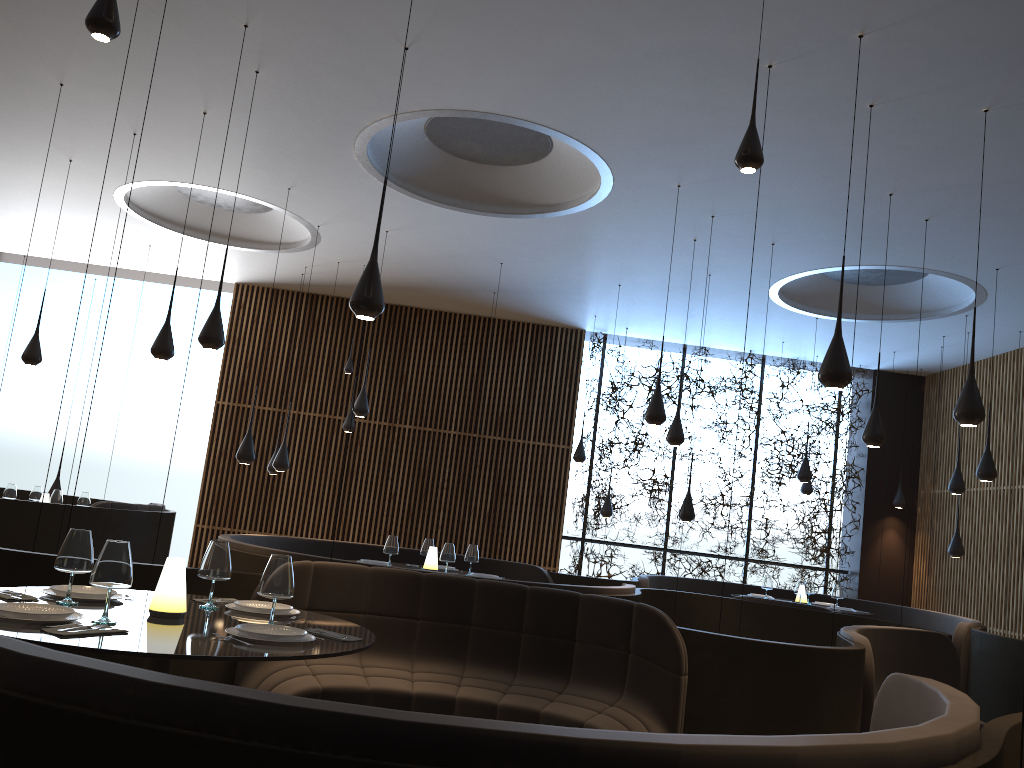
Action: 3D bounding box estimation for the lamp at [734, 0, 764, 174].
[{"bbox_3d":[1.178,-1.721,4.175,0.133,1.503,0.133,8,-8,-8],"label":"lamp"}]

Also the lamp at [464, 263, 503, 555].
[{"bbox_3d":[-0.513,1.552,10.821,0.196,6.255,0.196,0,-10,42],"label":"lamp"}]

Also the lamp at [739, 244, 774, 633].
[{"bbox_3d":[2.365,1.607,8.924,0.196,6.255,0.196,2,-9,32],"label":"lamp"}]

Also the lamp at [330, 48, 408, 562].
[{"bbox_3d":[-1.133,0.693,5.897,0.196,6.255,0.196,2,-9,32],"label":"lamp"}]

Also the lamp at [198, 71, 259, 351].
[{"bbox_3d":[-2.129,-1.348,6.788,0.196,2.216,0.196,8,-8,-8],"label":"lamp"}]

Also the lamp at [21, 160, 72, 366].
[{"bbox_3d":[-4.828,-1.282,9.282,0.196,2.216,0.196,2,-9,32],"label":"lamp"}]

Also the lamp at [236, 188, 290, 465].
[{"bbox_3d":[-2.561,-0.633,9.278,0.196,2.951,0.196,13,-9,-37],"label":"lamp"}]

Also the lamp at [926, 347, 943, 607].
[{"bbox_3d":[5.746,2.550,12.227,0.196,6.255,0.196,9,-8,-18],"label":"lamp"}]

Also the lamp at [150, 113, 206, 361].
[{"bbox_3d":[-2.842,-1.293,7.665,0.196,2.216,0.196,7,-8,2],"label":"lamp"}]

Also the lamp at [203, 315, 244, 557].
[{"bbox_3d":[-4.374,2.060,12.770,0.196,6.255,0.196,11,-8,-27],"label":"lamp"}]

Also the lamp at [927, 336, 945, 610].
[{"bbox_3d":[5.501,2.431,11.669,0.196,6.255,0.196,5,-8,12],"label":"lamp"}]

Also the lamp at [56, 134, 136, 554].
[{"bbox_3d":[-3.994,0.686,8.081,0.196,6.255,0.196,7,-7,2],"label":"lamp"}]

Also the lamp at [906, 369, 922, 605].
[{"bbox_3d":[6.147,2.839,13.737,0.196,6.255,0.196,4,-8,22],"label":"lamp"}]

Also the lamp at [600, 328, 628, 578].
[{"bbox_3d":[1.421,2.211,13.467,0.196,6.255,0.196,4,-8,22],"label":"lamp"}]

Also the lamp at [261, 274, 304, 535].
[{"bbox_3d":[-3.451,1.468,12.583,0.196,6.255,0.196,6,-8,5],"label":"lamp"}]

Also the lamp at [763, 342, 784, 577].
[{"bbox_3d":[3.747,2.440,13.097,0.196,6.255,0.196,4,-8,22],"label":"lamp"}]

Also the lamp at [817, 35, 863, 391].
[{"bbox_3d":[2.022,-1.060,5.341,0.196,2.216,0.196,2,-9,32],"label":"lamp"}]

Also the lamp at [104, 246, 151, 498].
[{"bbox_3d":[-5.471,1.135,12.060,0.196,6.255,0.196,11,-8,-27],"label":"lamp"}]

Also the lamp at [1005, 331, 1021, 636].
[{"bbox_3d":[6.156,2.405,10.996,0.196,6.255,0.196,5,-8,12],"label":"lamp"}]

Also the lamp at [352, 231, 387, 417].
[{"bbox_3d":[-1.617,-0.713,10.361,0.196,2.216,0.196,8,-8,-8],"label":"lamp"}]

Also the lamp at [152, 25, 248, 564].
[{"bbox_3d":[-2.263,0.547,5.860,0.196,6.255,0.196,4,-8,22],"label":"lamp"}]

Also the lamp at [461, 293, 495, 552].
[{"bbox_3d":[-0.632,1.771,12.297,0.196,6.255,0.196,11,-8,-27],"label":"lamp"}]

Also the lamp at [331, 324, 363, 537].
[{"bbox_3d":[-2.440,1.561,12.380,0.196,6.255,0.196,6,-8,5],"label":"lamp"}]

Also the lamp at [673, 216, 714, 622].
[{"bbox_3d":[1.603,1.423,8.359,0.196,6.255,0.196,2,-9,32],"label":"lamp"}]

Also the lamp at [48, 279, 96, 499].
[{"bbox_3d":[-5.646,0.072,11.448,0.196,2.951,0.196,0,-10,42],"label":"lamp"}]

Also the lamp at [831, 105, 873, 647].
[{"bbox_3d":[2.171,1.101,5.893,0.196,6.255,0.196,2,-9,32],"label":"lamp"}]

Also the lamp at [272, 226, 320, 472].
[{"bbox_3d":[-2.499,-0.442,10.437,0.196,2.951,0.196,0,-10,42],"label":"lamp"}]

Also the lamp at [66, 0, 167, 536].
[{"bbox_3d":[-2.497,0.405,5.147,0.196,6.255,0.196,9,-8,-18],"label":"lamp"}]

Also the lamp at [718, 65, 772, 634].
[{"bbox_3d":[1.350,0.945,5.548,0.196,6.255,0.196,2,-9,32],"label":"lamp"}]

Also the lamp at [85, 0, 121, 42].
[{"bbox_3d":[-1.567,-2.137,3.674,0.133,1.503,0.133,8,-8,-8],"label":"lamp"}]

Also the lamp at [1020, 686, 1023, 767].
[{"bbox_3d":[1.525,1.182,2.659,0.196,6.255,0.196,0,-10,42],"label":"lamp"}]

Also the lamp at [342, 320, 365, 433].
[{"bbox_3d":[-2.204,-0.402,12.804,0.196,2.216,0.196,4,-8,22],"label":"lamp"}]

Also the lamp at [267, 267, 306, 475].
[{"bbox_3d":[-3.102,-0.207,12.382,0.196,2.951,0.196,9,-8,-18],"label":"lamp"}]

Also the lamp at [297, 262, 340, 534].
[{"bbox_3d":[-2.750,1.416,11.711,0.196,6.255,0.196,4,-8,25],"label":"lamp"}]

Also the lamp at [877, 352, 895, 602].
[{"bbox_3d":[5.337,2.598,12.852,0.196,6.255,0.196,4,-8,22],"label":"lamp"}]

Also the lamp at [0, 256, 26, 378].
[{"bbox_3d":[-7.892,-0.569,13.837,0.196,2.951,0.196,4,-8,22],"label":"lamp"}]

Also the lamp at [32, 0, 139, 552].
[{"bbox_3d":[-2.899,0.425,5.588,0.196,6.255,0.196,9,-8,-18],"label":"lamp"}]

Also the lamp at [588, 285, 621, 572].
[{"bbox_3d":[1.021,1.793,11.144,0.196,6.255,0.196,0,-10,42],"label":"lamp"}]

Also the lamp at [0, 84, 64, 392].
[{"bbox_3d":[-4.241,0.513,7.188,0.196,6.255,0.196,7,-7,2],"label":"lamp"}]

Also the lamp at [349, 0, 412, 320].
[{"bbox_3d":[-0.669,-1.451,4.999,0.196,2.216,0.196,0,-10,42],"label":"lamp"}]
